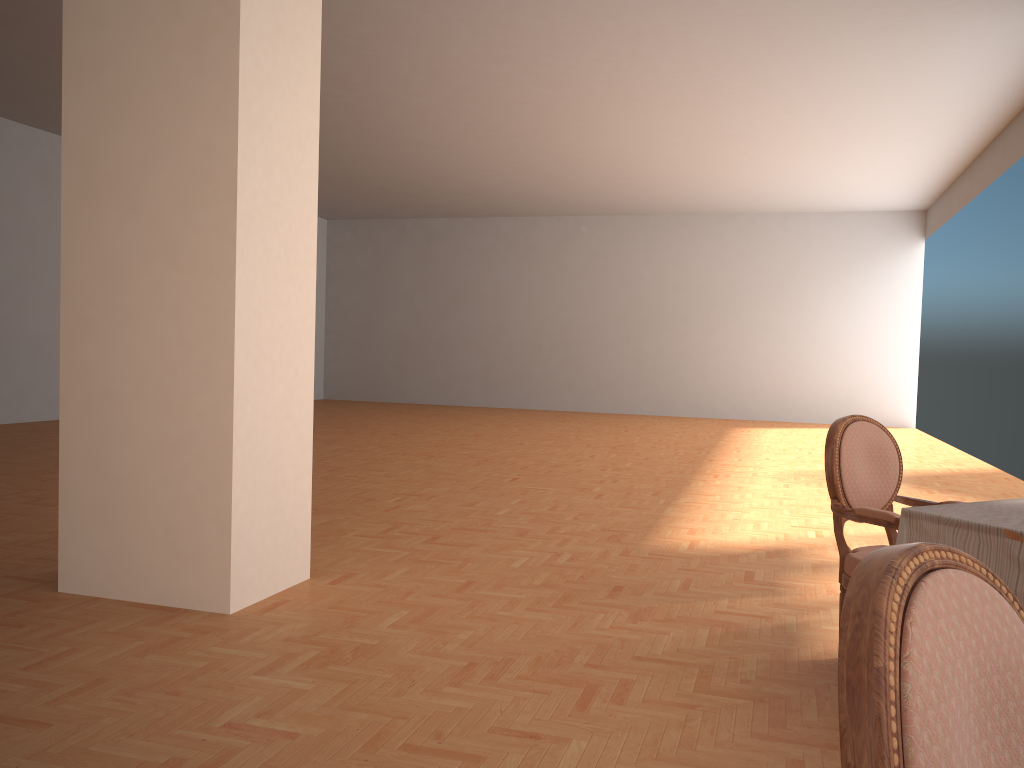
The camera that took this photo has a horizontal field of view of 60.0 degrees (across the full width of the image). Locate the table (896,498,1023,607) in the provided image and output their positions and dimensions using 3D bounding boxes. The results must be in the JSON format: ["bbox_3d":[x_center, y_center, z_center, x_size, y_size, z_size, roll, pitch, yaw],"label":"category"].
[{"bbox_3d":[1.743,0.751,2.662,0.831,0.677,0.829,1,2,-28],"label":"table"}]

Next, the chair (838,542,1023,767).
[{"bbox_3d":[0.589,0.650,0.783,0.521,0.932,0.592,0,3,-40],"label":"chair"}]

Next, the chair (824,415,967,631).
[{"bbox_3d":[1.450,0.596,3.261,0.521,0.932,0.592,0,3,-28],"label":"chair"}]
